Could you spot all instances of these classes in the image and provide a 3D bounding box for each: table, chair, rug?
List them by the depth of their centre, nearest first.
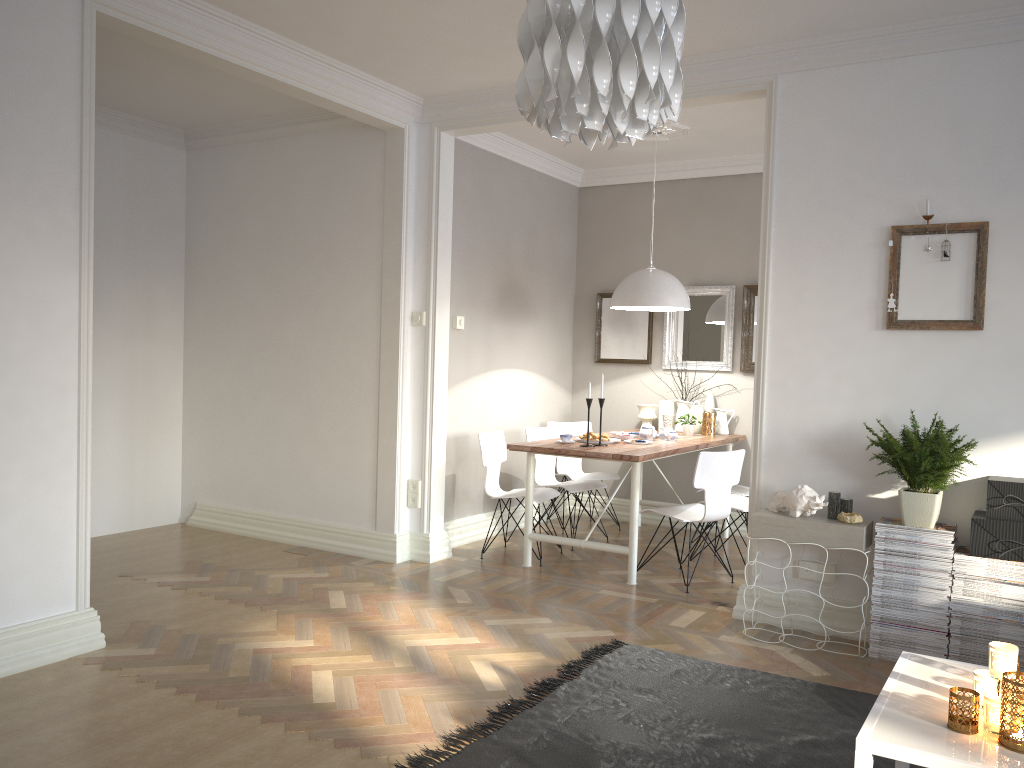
[{"bbox_3d":[1.174,0.989,1.926,0.715,0.505,0.674,3,2,31],"label":"table"},{"bbox_3d":[0.809,1.200,2.613,2.110,0.055,2.015,3,2,31],"label":"rug"},{"bbox_3d":[2.020,0.965,3.723,0.327,0.499,0.246,3,3,31],"label":"table"},{"bbox_3d":[1.758,0.903,3.881,0.321,0.597,0.246,3,3,31],"label":"table"},{"bbox_3d":[1.370,0.898,4.074,0.553,0.576,0.299,3,3,32],"label":"table"},{"bbox_3d":[1.031,0.754,5.129,0.431,0.786,0.479,0,3,-39],"label":"chair"},{"bbox_3d":[1.417,0.754,5.545,0.479,0.786,0.431,3,3,36],"label":"chair"},{"bbox_3d":[0.049,0.708,5.668,0.479,0.786,0.431,3,2,21],"label":"chair"},{"bbox_3d":[0.838,0.744,5.942,0.852,0.750,1.986,3,2,31],"label":"table"},{"bbox_3d":[0.376,0.705,6.174,0.479,0.786,0.431,4,3,41],"label":"chair"},{"bbox_3d":[1.524,0.740,6.183,0.479,0.786,0.431,3,2,21],"label":"chair"},{"bbox_3d":[0.534,0.694,6.741,0.431,0.786,0.479,1,3,-28],"label":"chair"}]

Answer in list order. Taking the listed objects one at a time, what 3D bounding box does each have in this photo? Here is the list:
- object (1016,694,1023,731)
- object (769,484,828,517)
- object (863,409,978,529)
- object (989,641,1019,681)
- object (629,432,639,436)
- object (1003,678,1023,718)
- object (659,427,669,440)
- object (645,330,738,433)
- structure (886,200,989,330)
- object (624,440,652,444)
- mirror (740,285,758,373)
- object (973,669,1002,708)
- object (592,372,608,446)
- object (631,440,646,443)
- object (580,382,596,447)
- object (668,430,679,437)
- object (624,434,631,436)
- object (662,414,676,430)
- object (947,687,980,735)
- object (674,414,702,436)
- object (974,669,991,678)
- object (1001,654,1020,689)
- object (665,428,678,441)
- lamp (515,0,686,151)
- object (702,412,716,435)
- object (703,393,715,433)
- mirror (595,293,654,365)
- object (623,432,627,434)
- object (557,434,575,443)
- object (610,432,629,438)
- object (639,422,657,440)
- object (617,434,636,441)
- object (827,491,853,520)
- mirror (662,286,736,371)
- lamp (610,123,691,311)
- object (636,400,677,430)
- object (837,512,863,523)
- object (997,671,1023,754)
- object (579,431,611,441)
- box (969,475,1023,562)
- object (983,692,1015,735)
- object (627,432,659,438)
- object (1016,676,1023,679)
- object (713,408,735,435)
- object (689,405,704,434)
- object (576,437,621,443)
[{"bbox_3d":[1.091,0.699,1.862,0.060,0.073,0.060,3,2,20],"label":"object"},{"bbox_3d":[1.320,0.534,4.081,0.137,0.150,0.310,1,2,-29],"label":"object"},{"bbox_3d":[1.756,0.372,3.829,0.438,0.527,0.368,3,3,31],"label":"object"},{"bbox_3d":[1.100,0.622,1.987,0.060,0.073,0.060,0,3,-43],"label":"object"},{"bbox_3d":[0.877,0.351,6.145,0.201,0.022,0.194,1,2,-39],"label":"object"},{"bbox_3d":[1.120,0.697,1.963,0.060,0.073,0.060,2,2,11],"label":"object"},{"bbox_3d":[1.024,0.331,5.981,0.072,0.086,0.086,2,2,-4],"label":"object"},{"bbox_3d":[1.319,-0.024,6.585,0.698,0.782,0.351,2,2,13],"label":"object"},{"bbox_3d":[1.879,-0.529,3.929,0.398,0.575,0.053,3,3,29],"label":"structure"},{"bbox_3d":[0.801,0.370,5.632,0.180,0.014,0.180,2,2,-4],"label":"object"},{"bbox_3d":[1.912,-0.395,6.397,0.503,0.637,0.049,3,3,31],"label":"mirror"},{"bbox_3d":[1.079,0.694,2.016,0.060,0.073,0.060,2,2,11],"label":"object"},{"bbox_3d":[0.541,0.151,5.378,0.095,0.449,0.095,3,3,27],"label":"object"},{"bbox_3d":[0.801,0.366,5.620,0.100,0.025,0.066,2,2,8],"label":"object"},{"bbox_3d":[0.459,0.177,5.306,0.095,0.397,0.095,3,3,27],"label":"object"},{"bbox_3d":[1.095,0.344,6.133,0.116,0.056,0.116,2,2,4],"label":"object"},{"bbox_3d":[0.745,0.350,5.803,0.085,0.039,0.082,2,2,-4],"label":"object"},{"bbox_3d":[1.173,0.295,6.636,0.094,0.132,0.097,2,2,-2],"label":"object"},{"bbox_3d":[0.956,0.691,1.877,0.060,0.079,0.060,3,2,21],"label":"object"},{"bbox_3d":[1.270,0.289,6.373,0.178,0.162,0.169,1,2,-18],"label":"object"},{"bbox_3d":[1.079,0.691,2.016,0.056,0.067,0.056,2,2,-7],"label":"object"},{"bbox_3d":[1.194,0.691,2.146,0.060,0.079,0.060,3,2,25],"label":"object"},{"bbox_3d":[1.059,0.335,5.887,0.090,0.086,0.090,1,2,-14],"label":"object"},{"bbox_3d":[0.197,-1.050,1.862,0.355,1.066,0.354,1,2,-16],"label":"lamp"},{"bbox_3d":[1.438,0.291,6.476,0.095,0.163,0.095,1,2,-19],"label":"object"},{"bbox_3d":[1.476,0.219,6.636,0.091,0.301,0.091,1,2,-15],"label":"object"},{"bbox_3d":[0.888,-0.440,7.026,0.473,0.558,0.052,3,3,31],"label":"mirror"},{"bbox_3d":[0.752,0.327,5.972,0.020,0.003,0.194,2,2,-1],"label":"object"},{"bbox_3d":[0.338,0.338,5.487,0.116,0.056,0.137,1,2,-28],"label":"object"},{"bbox_3d":[0.723,0.346,5.970,0.129,0.038,0.129,3,2,36],"label":"object"},{"bbox_3d":[0.907,0.313,5.894,0.143,0.119,0.124,3,2,36],"label":"object"},{"bbox_3d":[0.747,0.351,5.803,0.129,0.038,0.129,3,2,31],"label":"object"},{"bbox_3d":[1.496,0.548,4.046,0.123,0.134,0.062,1,2,-18],"label":"object"},{"bbox_3d":[1.412,-0.422,6.711,0.544,0.633,0.047,3,3,31],"label":"mirror"},{"bbox_3d":[0.935,-1.091,5.869,0.530,1.183,0.530,4,3,39],"label":"lamp"},{"bbox_3d":[1.098,0.240,6.773,0.310,0.228,0.172,1,2,-16],"label":"object"},{"bbox_3d":[1.507,0.595,3.945,0.099,0.046,0.104,1,2,-13],"label":"object"},{"bbox_3d":[1.035,0.665,1.798,0.090,0.140,0.086,2,2,2],"label":"object"},{"bbox_3d":[0.524,0.332,5.632,0.197,0.063,0.188,2,2,1],"label":"object"},{"bbox_3d":[2.131,0.562,3.645,0.419,0.316,0.298,3,2,31],"label":"box"},{"bbox_3d":[1.027,0.696,1.872,0.060,0.073,0.060,3,2,20],"label":"object"},{"bbox_3d":[0.877,0.355,6.140,0.287,0.020,0.287,2,2,4],"label":"object"},{"bbox_3d":[1.162,0.704,2.030,0.052,0.058,0.050,2,2,1],"label":"object"},{"bbox_3d":[1.558,0.277,6.562,0.136,0.194,0.115,1,3,-29],"label":"object"},{"bbox_3d":[1.366,0.263,6.563,0.114,0.209,0.112,3,3,31],"label":"object"},{"bbox_3d":[0.547,0.359,5.632,0.287,0.020,0.287,2,2,19],"label":"object"}]
